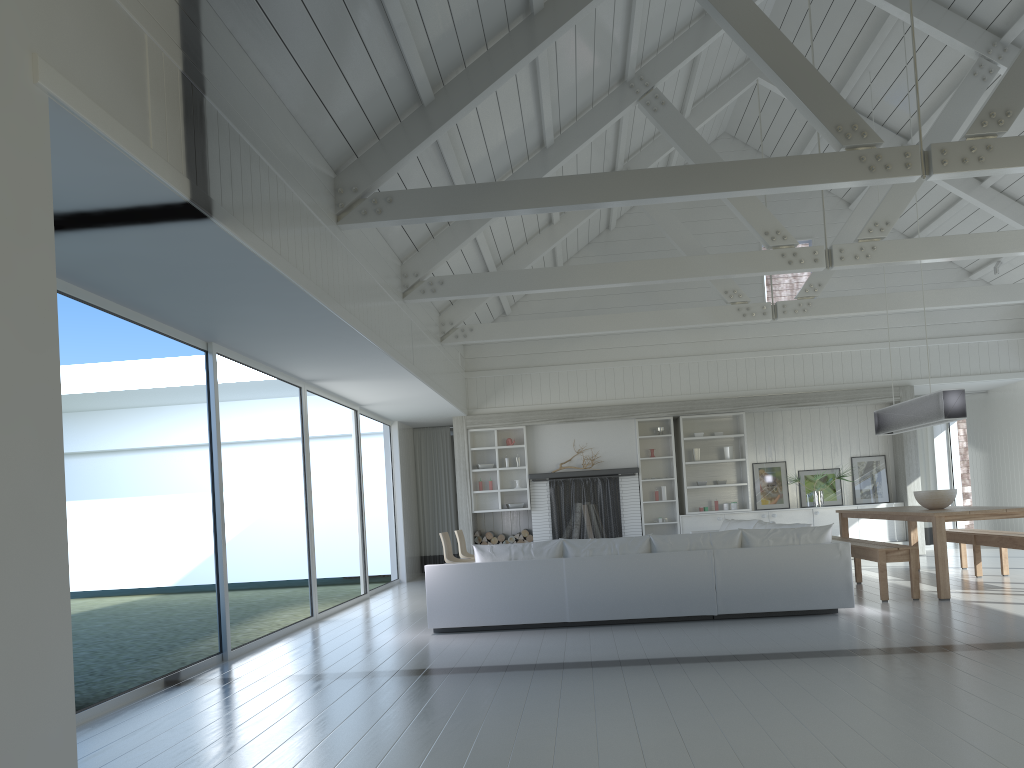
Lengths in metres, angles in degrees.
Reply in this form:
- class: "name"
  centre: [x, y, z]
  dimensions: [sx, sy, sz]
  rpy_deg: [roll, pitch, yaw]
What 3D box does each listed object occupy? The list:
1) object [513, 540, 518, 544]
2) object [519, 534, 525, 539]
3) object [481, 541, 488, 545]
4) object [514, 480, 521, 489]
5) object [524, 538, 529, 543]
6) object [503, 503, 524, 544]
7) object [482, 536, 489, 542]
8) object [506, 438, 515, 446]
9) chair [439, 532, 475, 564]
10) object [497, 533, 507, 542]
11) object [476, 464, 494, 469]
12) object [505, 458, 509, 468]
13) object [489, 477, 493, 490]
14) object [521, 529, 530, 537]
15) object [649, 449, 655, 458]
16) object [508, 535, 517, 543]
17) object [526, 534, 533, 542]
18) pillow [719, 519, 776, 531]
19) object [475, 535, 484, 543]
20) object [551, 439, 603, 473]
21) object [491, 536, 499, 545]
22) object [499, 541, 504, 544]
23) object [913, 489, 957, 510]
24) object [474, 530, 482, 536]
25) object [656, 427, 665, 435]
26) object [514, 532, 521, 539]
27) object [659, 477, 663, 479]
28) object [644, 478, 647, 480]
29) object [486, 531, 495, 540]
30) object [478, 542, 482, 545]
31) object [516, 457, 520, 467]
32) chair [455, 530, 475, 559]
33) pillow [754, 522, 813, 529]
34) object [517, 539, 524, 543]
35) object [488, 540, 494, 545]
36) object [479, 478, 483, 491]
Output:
- class: "object"
  centre: [0.053, 2.398, 13.293]
  dimensions: [0.080, 0.079, 0.481]
  rpy_deg: [-4, -8, 2]
- class: "object"
  centre: [0.145, 2.297, 13.288]
  dimensions: [0.080, 0.079, 0.481]
  rpy_deg: [-4, -8, 2]
- class: "object"
  centre: [-0.401, 2.428, 13.341]
  dimensions: [0.109, 0.109, 0.497]
  rpy_deg: [-4, -8, 2]
- class: "object"
  centre: [0.087, 1.495, 13.127]
  dimensions: [0.137, 0.129, 0.138]
  rpy_deg: [-3, -5, -8]
- class: "object"
  centre: [0.230, 2.374, 13.286]
  dimensions: [0.080, 0.079, 0.481]
  rpy_deg: [-4, -8, 2]
- class: "object"
  centre: [-0.020, 2.129, 13.283]
  dimensions: [0.341, 0.641, 0.617]
  rpy_deg: [-3, -5, -11]
- class: "object"
  centre: [-0.396, 2.335, 13.330]
  dimensions: [0.080, 0.079, 0.481]
  rpy_deg: [-4, -8, 2]
- class: "object"
  centre: [-0.027, 0.866, 13.145]
  dimensions: [0.059, 0.126, 0.233]
  rpy_deg: [-1, -7, -41]
- class: "chair"
  centre: [-0.543, 2.021, 9.741]
  dimensions: [0.555, 0.777, 0.598]
  rpy_deg: [-4, -4, 4]
- class: "object"
  centre: [-0.150, 2.320, 13.324]
  dimensions: [0.109, 0.109, 0.497]
  rpy_deg: [-4, -8, 2]
- class: "object"
  centre: [-0.401, 1.242, 13.190]
  dimensions: [0.242, 0.072, 0.244]
  rpy_deg: [-2, -8, -11]
- class: "object"
  centre: [-0.072, 1.155, 13.151]
  dimensions: [0.054, 0.195, 0.054]
  rpy_deg: [-4, -2, 5]
- class: "object"
  centre: [-0.317, 1.491, 13.161]
  dimensions: [0.054, 0.195, 0.054]
  rpy_deg: [-4, -2, 5]
- class: "object"
  centre: [0.208, 2.245, 13.299]
  dimensions: [0.110, 0.110, 0.497]
  rpy_deg: [-4, -8, 2]
- class: "object"
  centre: [2.084, 1.033, 13.084]
  dimensions: [0.137, 0.129, 0.138]
  rpy_deg: [1, -7, -43]
- class: "object"
  centre: [0.005, 2.336, 13.311]
  dimensions: [0.109, 0.109, 0.497]
  rpy_deg: [-4, -8, 2]
- class: "object"
  centre: [0.275, 2.320, 13.291]
  dimensions: [0.109, 0.109, 0.497]
  rpy_deg: [-4, -8, 2]
- class: "pillow"
  centre: [2.680, 1.790, 10.091]
  dimensions: [0.462, 0.475, 2.073]
  rpy_deg: [-3, -8, -4]
- class: "object"
  centre: [-0.490, 2.349, 13.350]
  dimensions: [0.109, 0.109, 0.497]
  rpy_deg: [-4, -8, 2]
- class: "object"
  centre: [1.012, 1.040, 12.928]
  dimensions: [0.781, 0.500, 0.461]
  rpy_deg: [0, -5, -26]
- class: "object"
  centre: [-0.250, 2.362, 13.331]
  dimensions: [0.109, 0.109, 0.497]
  rpy_deg: [-4, -8, 2]
- class: "object"
  centre: [-0.159, 2.413, 13.309]
  dimensions: [0.080, 0.079, 0.481]
  rpy_deg: [-4, -8, 2]
- class: "object"
  centre: [4.154, 1.134, 8.642]
  dimensions: [0.389, 0.184, 0.393]
  rpy_deg: [-3, -7, -5]
- class: "object"
  centre: [-0.514, 2.259, 13.341]
  dimensions: [0.080, 0.079, 0.481]
  rpy_deg: [-4, -8, 2]
- class: "object"
  centre: [2.201, 0.704, 13.056]
  dimensions: [0.162, 0.123, 0.161]
  rpy_deg: [-8, -7, 36]
- class: "object"
  centre: [0.081, 2.290, 13.294]
  dimensions: [0.086, 0.091, 0.482]
  rpy_deg: [-4, -8, 3]
- class: "object"
  centre: [2.215, 1.401, 13.104]
  dimensions: [0.054, 0.025, 0.055]
  rpy_deg: [-4, -7, 4]
- class: "object"
  centre: [1.971, 1.403, 13.014]
  dimensions: [0.054, 0.025, 0.055]
  rpy_deg: [-4, -7, 4]
- class: "object"
  centre: [-0.325, 2.289, 13.339]
  dimensions: [0.110, 0.110, 0.497]
  rpy_deg: [-4, -8, 2]
- class: "object"
  centre: [-0.488, 2.436, 13.334]
  dimensions: [0.080, 0.079, 0.481]
  rpy_deg: [-4, -8, 2]
- class: "object"
  centre: [0.093, 1.143, 13.138]
  dimensions: [0.054, 0.195, 0.054]
  rpy_deg: [-4, -2, 5]
- class: "chair"
  centre: [-0.427, 2.122, 10.515]
  dimensions: [0.555, 0.777, 0.598]
  rpy_deg: [-4, -4, 4]
- class: "pillow"
  centre: [2.512, 1.568, 8.435]
  dimensions: [0.465, 0.475, 1.328]
  rpy_deg: [-3, -7, -5]
- class: "object"
  centre: [0.139, 2.390, 13.300]
  dimensions: [0.109, 0.109, 0.497]
  rpy_deg: [-4, -8, 2]
- class: "object"
  centre: [-0.310, 2.412, 13.327]
  dimensions: [0.080, 0.079, 0.481]
  rpy_deg: [-4, -8, 2]
- class: "object"
  centre: [-0.468, 1.502, 13.173]
  dimensions: [0.054, 0.195, 0.054]
  rpy_deg: [-4, -2, 5]
